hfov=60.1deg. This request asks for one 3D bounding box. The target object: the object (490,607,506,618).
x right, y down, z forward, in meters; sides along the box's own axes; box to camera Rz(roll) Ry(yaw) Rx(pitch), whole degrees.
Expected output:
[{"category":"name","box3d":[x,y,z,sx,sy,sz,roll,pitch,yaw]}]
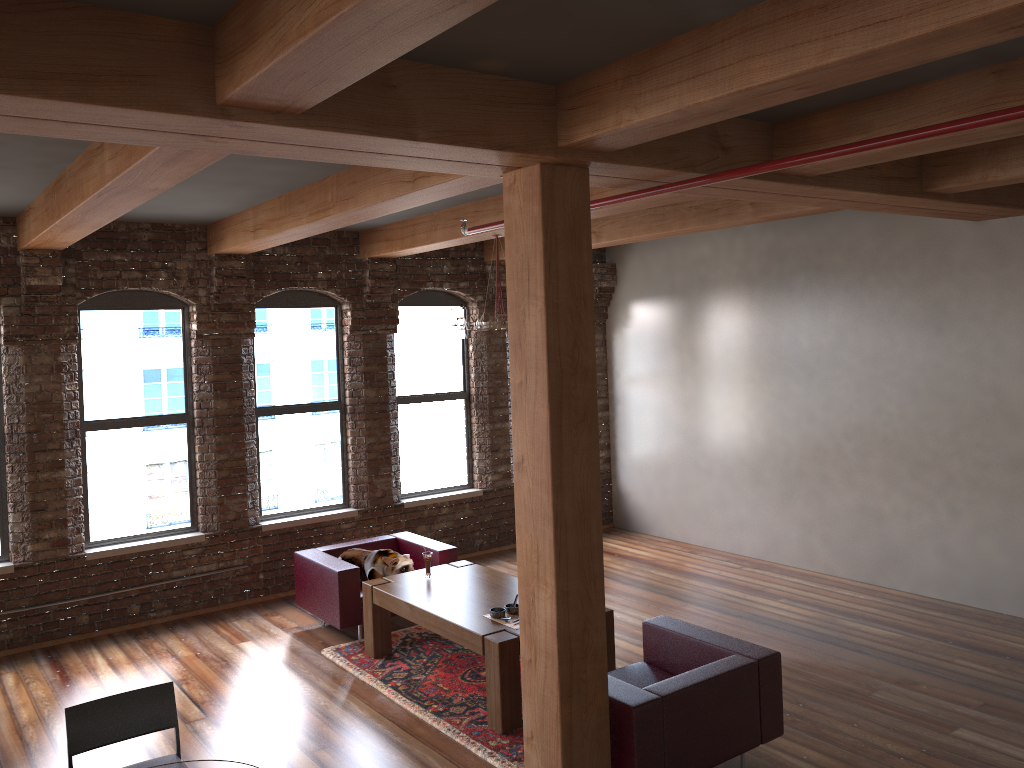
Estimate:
[{"category":"object","box3d":[-0.090,1.444,5.583,0.099,0.043,0.099,-3,3,-10]}]

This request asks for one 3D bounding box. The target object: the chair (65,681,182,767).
[{"category":"chair","box3d":[-1.378,1.701,3.276,0.430,0.981,0.466,-3,1,-36]}]

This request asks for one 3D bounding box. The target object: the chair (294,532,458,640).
[{"category":"chair","box3d":[-1.120,1.664,7.332,1.072,0.592,0.865,-4,3,-36]}]

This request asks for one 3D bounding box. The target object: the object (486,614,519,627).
[{"category":"object","box3d":[0.109,1.458,5.608,0.471,0.003,0.332,-4,4,-36]}]

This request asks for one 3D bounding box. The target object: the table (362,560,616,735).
[{"category":"table","box3d":[-0.218,1.721,6.083,0.901,0.549,1.750,-4,3,-36]}]

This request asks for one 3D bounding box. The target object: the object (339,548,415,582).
[{"category":"object","box3d":[-1.106,1.494,7.194,0.754,0.296,0.365,-1,2,26]}]

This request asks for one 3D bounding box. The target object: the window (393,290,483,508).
[{"category":"window","box3d":[-0.808,0.111,9.276,0.969,2.214,0.235,-3,1,-36]}]

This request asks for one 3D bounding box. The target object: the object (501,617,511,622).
[{"category":"object","box3d":[-0.036,1.458,5.484,0.059,0.021,0.018,-2,2,6]}]

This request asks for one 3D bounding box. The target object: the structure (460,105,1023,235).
[{"category":"structure","box3d":[1.655,-0.994,3.305,0.051,0.112,6.808,-3,3,-36]}]

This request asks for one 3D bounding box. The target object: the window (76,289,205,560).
[{"category":"window","box3d":[-3.179,0.294,7.553,0.969,2.214,0.235,-3,1,-36]}]

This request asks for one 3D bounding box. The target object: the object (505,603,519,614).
[{"category":"object","box3d":[0.003,1.436,5.654,0.099,0.043,0.099,-2,3,2]}]

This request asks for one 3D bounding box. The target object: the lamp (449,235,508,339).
[{"category":"lamp","box3d":[-0.105,-0.781,7.060,0.809,0.814,0.810,-2,2,5]}]

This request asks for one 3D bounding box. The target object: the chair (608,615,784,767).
[{"category":"chair","box3d":[0.750,1.734,4.716,1.072,0.592,0.865,-4,3,-36]}]

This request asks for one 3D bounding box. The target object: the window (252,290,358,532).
[{"category":"window","box3d":[-1.993,0.202,8.414,0.969,2.214,0.235,-3,1,-36]}]

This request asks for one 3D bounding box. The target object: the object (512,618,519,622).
[{"category":"object","box3d":[0.048,1.448,5.522,0.045,0.030,0.153,0,3,38]}]

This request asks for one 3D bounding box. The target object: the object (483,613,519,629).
[{"category":"object","box3d":[0.108,1.458,5.609,0.470,0.001,0.352,-4,4,-36]}]

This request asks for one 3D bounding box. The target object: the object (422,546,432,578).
[{"category":"object","box3d":[-0.625,1.319,6.584,0.076,0.232,0.095,-2,1,-3]}]

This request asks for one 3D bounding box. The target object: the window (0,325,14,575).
[{"category":"window","box3d":[-4.364,0.385,6.692,0.969,2.214,0.235,-3,1,-36]}]

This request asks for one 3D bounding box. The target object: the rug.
[{"category":"rug","box3d":[-0.174,1.994,6.052,1.345,0.009,2.462,-4,4,-36]}]

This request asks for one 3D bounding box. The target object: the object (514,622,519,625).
[{"category":"object","box3d":[0.103,1.459,5.504,0.007,0.008,0.270,-1,3,43]}]

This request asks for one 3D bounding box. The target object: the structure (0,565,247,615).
[{"category":"structure","box3d":[-7.948,1.974,3.883,13.725,0.313,1.633,-5,4,-43]}]

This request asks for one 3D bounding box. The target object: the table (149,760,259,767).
[{"category":"table","box3d":[-1.034,1.757,2.652,0.722,0.924,0.722,-2,1,-11]}]

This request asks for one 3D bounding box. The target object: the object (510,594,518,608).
[{"category":"object","box3d":[0.012,1.408,5.683,0.045,0.079,0.137,-2,2,19]}]
